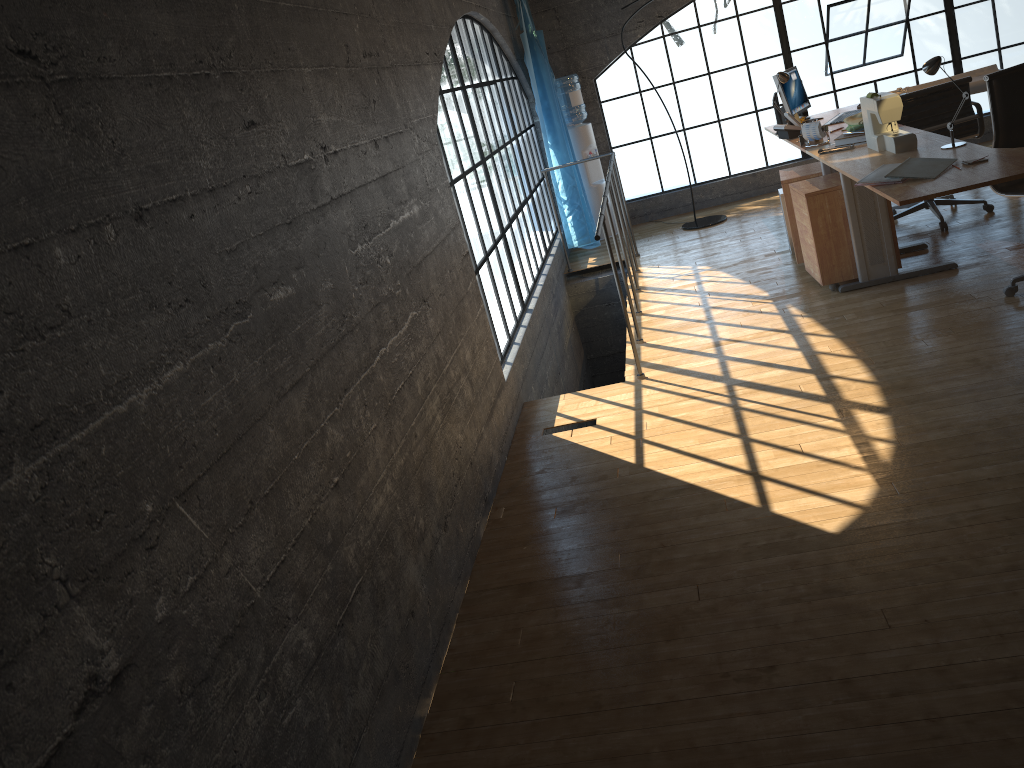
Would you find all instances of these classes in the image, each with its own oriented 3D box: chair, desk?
[{"bbox_3d":[2.568,-1.444,5.595,0.653,0.840,0.700,-16,15,-1],"label":"chair"},{"bbox_3d":[2.514,-0.937,3.885,0.659,0.993,0.693,-21,16,-18],"label":"chair"},{"bbox_3d":[2.500,-1.111,4.855,1.628,0.723,3.608,-11,18,13],"label":"desk"}]

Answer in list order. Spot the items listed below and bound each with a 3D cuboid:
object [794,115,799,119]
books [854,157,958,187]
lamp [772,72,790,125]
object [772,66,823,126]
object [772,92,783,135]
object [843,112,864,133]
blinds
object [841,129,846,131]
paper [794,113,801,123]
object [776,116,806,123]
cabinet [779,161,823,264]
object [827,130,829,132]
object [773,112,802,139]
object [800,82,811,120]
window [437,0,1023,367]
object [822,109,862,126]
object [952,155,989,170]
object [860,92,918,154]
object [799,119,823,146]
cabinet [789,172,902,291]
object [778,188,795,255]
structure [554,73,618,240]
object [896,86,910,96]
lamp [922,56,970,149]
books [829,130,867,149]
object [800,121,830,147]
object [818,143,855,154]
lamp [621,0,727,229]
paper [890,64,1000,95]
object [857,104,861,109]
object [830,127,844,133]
[{"bbox_3d":[1.968,-1.901,6.303,0.143,0.031,0.156,-10,19,16],"label":"object"},{"bbox_3d":[1.627,-0.885,3.656,0.317,0.043,0.314,3,25,44],"label":"books"},{"bbox_3d":[1.777,-1.845,5.810,0.209,0.400,0.106,-21,15,-20],"label":"lamp"},{"bbox_3d":[1.947,-1.979,6.103,0.284,0.382,0.482,-5,19,36],"label":"object"},{"bbox_3d":[1.791,-1.826,5.951,0.086,0.272,0.085,-25,16,-33],"label":"object"},{"bbox_3d":[2.017,-1.487,4.991,0.254,0.127,0.260,-11,18,14],"label":"object"},{"bbox_3d":[0.356,-2.234,7.448,0.261,2.235,0.970,-14,14,9],"label":"blinds"},{"bbox_3d":[2.062,-1.547,5.329,0.146,0.007,0.008,-14,16,4],"label":"object"},{"bbox_3d":[1.938,-1.798,5.981,0.019,0.073,0.081,-6,19,36],"label":"paper"},{"bbox_3d":[1.999,-1.874,6.305,0.203,0.035,0.210,-12,18,10],"label":"object"},{"bbox_3d":[1.937,-1.054,5.405,0.469,0.560,0.437,-10,16,19],"label":"cabinet"},{"bbox_3d":[1.900,-1.551,5.447,0.096,0.023,0.110,-7,20,25],"label":"object"},{"bbox_3d":[1.793,-1.665,5.649,0.190,0.161,0.173,-16,16,-3],"label":"object"},{"bbox_3d":[2.079,-2.039,6.349,0.084,0.272,0.087,-12,14,14],"label":"object"},{"bbox_3d":[1.695,-2.364,6.888,7.055,1.831,3.211,-25,19,-27],"label":"window"},{"bbox_3d":[2.226,-1.786,5.897,0.186,0.011,0.504,-3,22,35],"label":"object"},{"bbox_3d":[1.853,-0.889,3.535,0.141,0.013,0.131,-11,19,14],"label":"object"},{"bbox_3d":[1.833,-1.291,4.315,0.136,0.278,0.414,-13,17,12],"label":"object"},{"bbox_3d":[1.744,-1.470,5.167,0.133,0.126,0.040,-14,14,7],"label":"object"},{"bbox_3d":[1.849,-0.865,4.914,0.425,0.560,0.436,-13,15,9],"label":"cabinet"},{"bbox_3d":[2.018,-1.105,5.739,0.478,0.402,0.205,-11,15,16],"label":"object"},{"bbox_3d":[0.629,-2.025,7.938,0.325,1.445,0.336,-7,16,31],"label":"structure"},{"bbox_3d":[2.753,-2.059,6.196,0.161,0.063,0.054,-22,17,-21],"label":"object"},{"bbox_3d":[1.945,-1.258,3.929,0.105,0.400,0.212,-16,14,-1],"label":"lamp"},{"bbox_3d":[1.860,-1.342,4.809,0.265,0.053,0.291,-28,22,-35],"label":"books"},{"bbox_3d":[1.733,-1.435,5.061,0.154,0.132,0.101,1,22,45],"label":"object"},{"bbox_3d":[1.727,-1.255,4.703,0.180,0.025,0.077,0,23,40],"label":"object"},{"bbox_3d":[0.712,-2.509,8.572,0.391,1.890,6.307,-21,18,-22],"label":"lamp"},{"bbox_3d":[2.966,-2.012,6.027,0.848,0.111,0.598,-12,18,11],"label":"paper"},{"bbox_3d":[2.446,-1.937,6.132,0.101,0.033,0.060,3,24,44],"label":"object"},{"bbox_3d":[1.998,-1.561,5.420,0.127,0.009,0.012,-24,18,-25],"label":"object"}]
